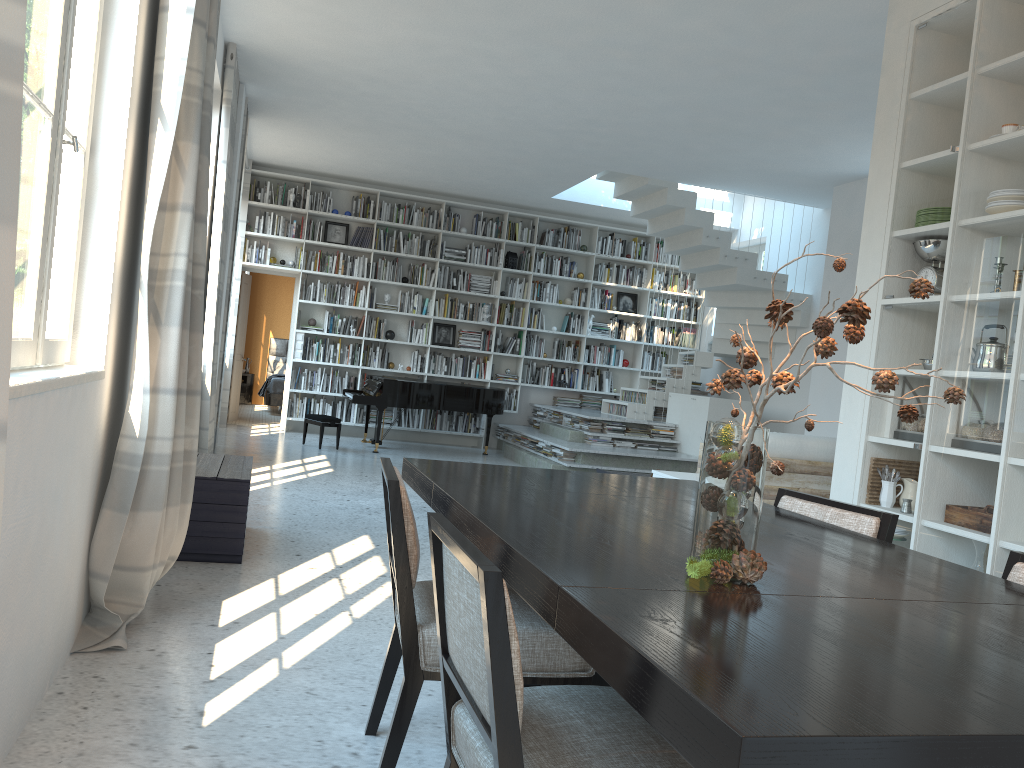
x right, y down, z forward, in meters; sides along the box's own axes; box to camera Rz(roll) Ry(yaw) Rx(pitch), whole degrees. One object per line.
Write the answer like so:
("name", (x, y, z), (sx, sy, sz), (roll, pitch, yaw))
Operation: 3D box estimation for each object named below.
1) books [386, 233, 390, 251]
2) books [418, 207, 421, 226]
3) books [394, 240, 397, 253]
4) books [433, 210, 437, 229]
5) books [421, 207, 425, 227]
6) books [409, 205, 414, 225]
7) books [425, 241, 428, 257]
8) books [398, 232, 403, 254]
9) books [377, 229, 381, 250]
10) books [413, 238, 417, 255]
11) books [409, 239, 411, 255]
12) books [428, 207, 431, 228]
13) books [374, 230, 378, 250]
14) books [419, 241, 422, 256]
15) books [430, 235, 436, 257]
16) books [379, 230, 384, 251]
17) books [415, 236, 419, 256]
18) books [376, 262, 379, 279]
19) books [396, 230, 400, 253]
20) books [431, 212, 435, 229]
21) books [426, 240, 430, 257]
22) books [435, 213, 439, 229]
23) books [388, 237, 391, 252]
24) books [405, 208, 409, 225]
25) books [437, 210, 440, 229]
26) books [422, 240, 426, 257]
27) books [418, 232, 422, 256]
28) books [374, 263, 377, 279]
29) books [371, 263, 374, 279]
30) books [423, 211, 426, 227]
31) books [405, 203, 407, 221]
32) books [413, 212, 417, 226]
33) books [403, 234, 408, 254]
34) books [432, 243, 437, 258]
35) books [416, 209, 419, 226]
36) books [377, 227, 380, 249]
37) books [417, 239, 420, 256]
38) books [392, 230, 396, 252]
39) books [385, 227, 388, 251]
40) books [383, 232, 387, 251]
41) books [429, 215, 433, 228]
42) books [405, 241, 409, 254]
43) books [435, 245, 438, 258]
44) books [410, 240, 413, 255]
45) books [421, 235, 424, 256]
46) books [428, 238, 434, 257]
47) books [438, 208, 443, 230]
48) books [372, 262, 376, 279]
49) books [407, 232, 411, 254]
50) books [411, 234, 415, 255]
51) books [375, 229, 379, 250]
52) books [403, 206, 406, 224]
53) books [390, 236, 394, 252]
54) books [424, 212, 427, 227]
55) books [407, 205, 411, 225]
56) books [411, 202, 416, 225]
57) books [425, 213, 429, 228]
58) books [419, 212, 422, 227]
("books", (-1.596, -1.792, 11.314), (0.031, 0.242, 0.181), (6, 1, -16))
("books", (-1.207, -2.134, 11.419), (0.014, 0.269, 0.156), (6, 1, -16))
("books", (-1.501, -1.751, 11.360), (0.034, 0.180, 0.160), (6, 1, -16))
("books", (-1.012, -2.109, 11.477), (0.030, 0.261, 0.151), (6, 1, -16))
("books", (-1.161, -2.127, 11.412), (0.014, 0.266, 0.192), (6, 1, -16))
("books", (-1.302, -2.146, 11.376), (0.052, 0.273, 0.172), (6, 1, -16))
("books", (-1.121, -1.732, 11.457), (0.022, 0.222, 0.161), (6, 1, -16))
("books", (-1.425, -1.796, 11.360), (0.075, 0.285, 0.178), (6, 1, -16))
("books", (-1.701, -1.826, 11.291), (0.010, 0.287, 0.148), (6, 1, -16))
("books", (-1.260, -1.748, 11.405), (0.021, 0.226, 0.191), (6, 1, -16))
("books", (-1.327, -1.749, 11.425), (0.024, 0.212, 0.128), (6, 1, -16))
("books", (-1.081, -2.129, 11.444), (0.013, 0.285, 0.159), (6, 1, -16))
("books", (-1.740, -1.814, 11.268), (0.023, 0.256, 0.174), (6, 1, -16))
("books", (-1.196, -1.736, 11.450), (0.024, 0.213, 0.150), (6, 1, -16))
("books", (-1.041, -1.764, 11.473), (0.058, 0.302, 0.175), (6, 1, -16))
("books", (-1.666, -1.816, 11.308), (0.067, 0.274, 0.167), (6, 1, -16))
("books", (-1.240, -1.764, 11.429), (0.028, 0.261, 0.135), (6, 1, -16))
("books", (-1.727, -1.436, 11.312), (0.012, 0.240, 0.134), (6, 1, -16))
("books", (-1.473, -1.816, 11.372), (0.013, 0.315, 0.135), (6, 2, -16))
("books", (-1.037, -2.100, 11.462), (0.026, 0.237, 0.149), (6, 1, -16))
("books", (-1.102, -1.737, 11.477), (0.025, 0.237, 0.153), (6, 1, -16))
("books", (-0.981, -2.088, 11.465), (0.026, 0.225, 0.172), (6, 1, -16))
("books", (-1.576, -1.769, 11.335), (0.024, 0.201, 0.153), (6, 1, -16))
("books", (-1.359, -2.133, 11.379), (0.029, 0.235, 0.130), (6, 1, -16))
("books", (-0.962, -2.107, 11.477), (0.014, 0.267, 0.171), (6, 1, -16))
("books", (-1.145, -1.732, 11.446), (0.030, 0.218, 0.182), (6, 1, -16))
("books", (-1.202, -1.786, 11.424), (0.011, 0.313, 0.183), (6, 1, -16))
("books", (-1.749, -1.428, 11.320), (0.024, 0.219, 0.140), (6, 1, -16))
("books", (-1.790, -1.426, 11.285), (0.015, 0.208, 0.186), (6, 1, -16))
("books", (-1.147, -2.107, 11.424), (0.021, 0.228, 0.160), (6, 1, -16))
("books", (-1.371, -2.166, 11.361), (0.010, 0.299, 0.151), (6, 2, -16))
("books", (-1.255, -2.099, 11.397), (0.031, 0.190, 0.181), (6, 1, -16))
("books", (-1.382, -1.781, 11.389), (0.027, 0.265, 0.168), (6, 1, -16))
("books", (-1.011, -1.715, 11.509), (0.028, 0.212, 0.134), (6, 1, -16))
("books", (-1.227, -2.119, 11.413), (0.026, 0.236, 0.134), (6, 1, -16))
("books", (-1.717, -1.839, 11.309), (0.014, 0.309, 0.130), (6, 2, -16))
("books", (-1.221, -1.747, 11.432), (0.013, 0.231, 0.141), (6, 1, -16))
("books", (-1.519, -1.810, 11.341), (0.023, 0.293, 0.155), (6, 1, -16))
("books", (-1.612, -1.830, 11.306), (0.012, 0.315, 0.171), (6, 1, -16))
("books", (-1.628, -1.804, 11.312), (0.011, 0.260, 0.157), (6, 1, -16))
("books", (-1.065, -2.076, 11.446), (0.031, 0.185, 0.176), (6, 1, -16))
("books", (-1.359, -1.736, 11.391), (0.028, 0.180, 0.168), (6, 1, -16))
("books", (-0.991, -1.704, 11.523), (0.019, 0.194, 0.098), (6, 2, -16))
("books", (-1.304, -1.744, 11.405), (0.010, 0.208, 0.173), (6, 1, -16))
("books", (-1.171, -1.772, 11.458), (0.022, 0.290, 0.146), (6, 2, -16))
("books", (-1.058, -1.746, 11.469), (0.055, 0.264, 0.166), (6, 1, -16))
("books", (-0.941, -2.115, 11.478), (0.026, 0.288, 0.176), (6, 1, -16))
("books", (-1.774, -1.434, 11.314), (0.029, 0.225, 0.136), (6, 1, -16))
("books", (-1.333, -1.797, 11.394), (0.012, 0.308, 0.145), (6, 2, -16))
("books", (-1.286, -1.782, 11.421), (0.026, 0.286, 0.137), (6, 2, -16))
("books", (-1.726, -1.826, 11.286), (0.013, 0.283, 0.158), (6, 1, -16))
("books", (-1.385, -2.144, 11.356), (0.013, 0.251, 0.183), (6, 1, -16))
("books", (-1.548, -1.775, 11.335), (0.029, 0.219, 0.157), (6, 1, -16))
("books", (-1.129, -2.094, 11.417), (0.013, 0.207, 0.178), (6, 1, -16))
("books", (-1.333, -2.151, 11.369), (0.013, 0.276, 0.164), (6, 1, -16))
("books", (-1.272, -2.164, 11.397), (0.014, 0.315, 0.166), (6, 1, -16))
("books", (-1.110, -2.088, 11.420), (0.026, 0.200, 0.187), (6, 1, -16))
("books", (-1.192, -2.104, 11.433), (0.029, 0.213, 0.141), (6, 1, -16))
